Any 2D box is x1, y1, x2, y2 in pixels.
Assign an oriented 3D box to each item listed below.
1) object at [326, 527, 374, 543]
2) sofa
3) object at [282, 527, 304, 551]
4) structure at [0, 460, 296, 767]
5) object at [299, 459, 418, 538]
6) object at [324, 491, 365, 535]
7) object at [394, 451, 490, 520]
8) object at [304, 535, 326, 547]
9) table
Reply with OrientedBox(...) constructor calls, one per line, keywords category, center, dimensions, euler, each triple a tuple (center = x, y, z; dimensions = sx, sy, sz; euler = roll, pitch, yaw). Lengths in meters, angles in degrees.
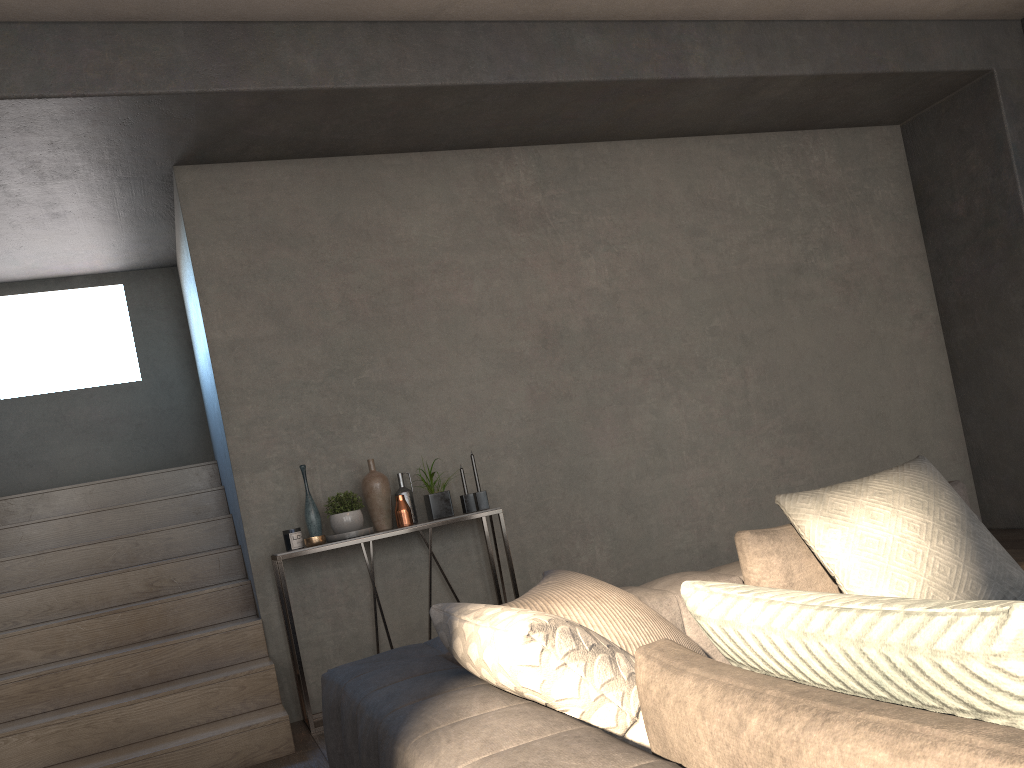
OrientedBox(category="object", center=(-0.776, 0.722, 4.229), dimensions=(0.227, 0.031, 0.231), euler=(-10, -6, -15))
OrientedBox(category="sofa", center=(1.189, 0.527, 1.822), dimensions=(2.894, 0.782, 2.044), euler=(-9, -6, -21))
OrientedBox(category="object", center=(-1.027, 0.730, 4.147), dimensions=(0.085, 0.098, 0.083), euler=(-13, -3, 27))
OrientedBox(category="structure", center=(-2.121, 1.146, 4.493), dimensions=(1.498, 1.418, 2.282), euler=(-10, -5, -21))
OrientedBox(category="object", center=(-0.727, 0.536, 4.296), dimensions=(0.558, 0.390, 0.227), euler=(-9, -3, -25))
OrientedBox(category="object", center=(-0.793, 0.624, 4.230), dimensions=(0.193, 0.227, 0.189), euler=(-9, -4, -42))
OrientedBox(category="object", center=(-0.354, 0.501, 4.422), dimensions=(0.404, 0.337, 0.314), euler=(-13, -3, 20))
OrientedBox(category="object", center=(-0.915, 0.732, 4.111), dimensions=(0.098, 0.041, 0.100), euler=(-9, -6, -22))
OrientedBox(category="table", center=(-0.528, 1.115, 4.306), dimensions=(1.094, 0.819, 0.302), euler=(-10, -2, -21))
